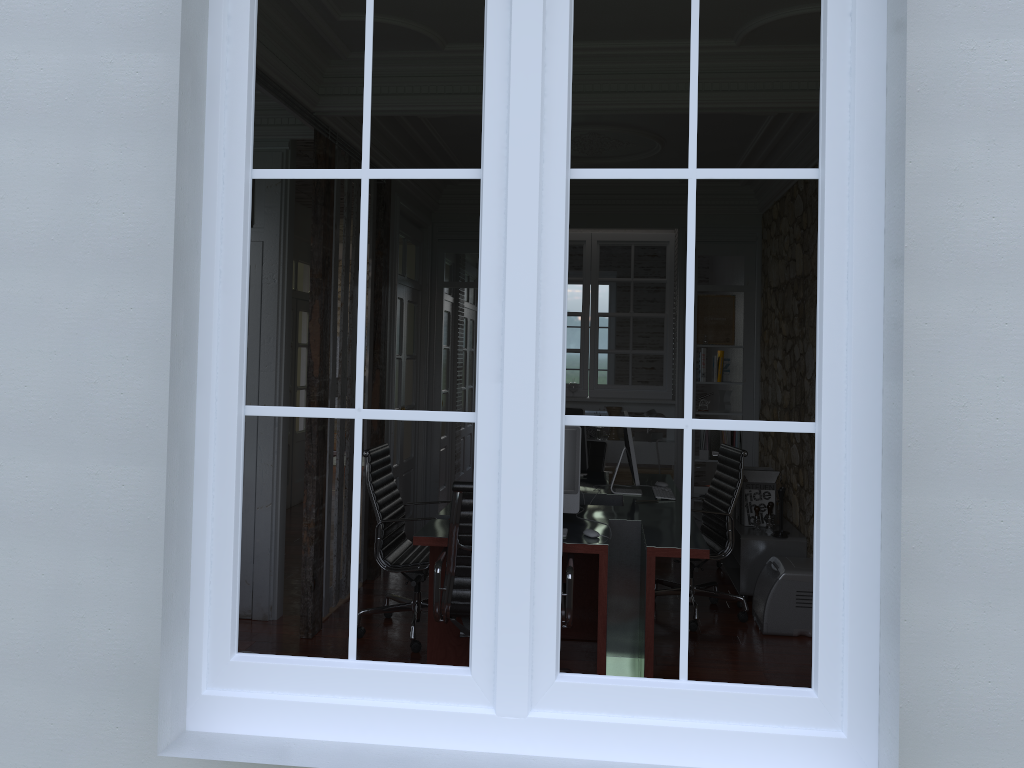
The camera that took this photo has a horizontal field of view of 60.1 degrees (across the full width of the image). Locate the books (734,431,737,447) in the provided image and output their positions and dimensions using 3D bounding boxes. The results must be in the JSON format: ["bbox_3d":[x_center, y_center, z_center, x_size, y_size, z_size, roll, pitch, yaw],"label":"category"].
[{"bbox_3d":[1.903,0.491,7.529,0.030,0.291,0.180,1,-1,10],"label":"books"}]

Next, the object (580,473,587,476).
[{"bbox_3d":[0.303,0.619,6.146,0.439,0.017,0.118,1,2,6],"label":"object"}]

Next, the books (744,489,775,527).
[{"bbox_3d":[1.641,0.822,5.872,0.197,0.240,0.058,1,-1,6],"label":"books"}]

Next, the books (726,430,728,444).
[{"bbox_3d":[1.829,0.498,7.511,0.045,0.287,0.194,1,-1,12],"label":"books"}]

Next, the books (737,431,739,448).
[{"bbox_3d":[1.914,0.493,7.519,0.013,0.289,0.194,1,-1,10],"label":"books"}]

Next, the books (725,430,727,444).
[{"bbox_3d":[1.819,0.494,7.512,0.043,0.281,0.194,1,-1,12],"label":"books"}]

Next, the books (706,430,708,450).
[{"bbox_3d":[1.669,0.487,7.553,0.022,0.289,0.194,1,-1,14],"label":"books"}]

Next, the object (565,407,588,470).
[{"bbox_3d":[0.266,0.392,5.935,0.484,0.486,0.189,1,-1,31],"label":"object"}]

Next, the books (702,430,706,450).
[{"bbox_3d":[1.644,0.481,7.566,0.038,0.296,0.180,1,-1,14],"label":"books"}]

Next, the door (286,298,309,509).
[{"bbox_3d":[-2.194,0.182,8.829,0.041,2.088,1.075,1,-1,6],"label":"door"}]

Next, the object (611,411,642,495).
[{"bbox_3d":[0.702,0.417,5.408,0.189,0.485,0.483,1,0,6],"label":"object"}]

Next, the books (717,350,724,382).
[{"bbox_3d":[1.774,-0.152,7.573,0.055,0.268,0.192,1,0,6],"label":"books"}]

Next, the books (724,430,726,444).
[{"bbox_3d":[1.810,0.491,7.517,0.045,0.287,0.194,1,-1,12],"label":"books"}]

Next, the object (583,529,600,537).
[{"bbox_3d":[0.360,0.678,4.037,0.059,0.028,0.106,1,2,-25],"label":"object"}]

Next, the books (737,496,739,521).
[{"bbox_3d":[1.633,0.805,6.042,0.182,0.262,0.056,1,-1,6],"label":"books"}]

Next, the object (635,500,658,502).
[{"bbox_3d":[0.772,0.667,5.051,0.149,0.011,0.011,1,0,-18],"label":"object"}]

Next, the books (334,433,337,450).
[{"bbox_3d":[-2.671,0.868,13.551,0.066,0.263,0.198,1,0,6],"label":"books"}]

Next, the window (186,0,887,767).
[{"bbox_3d":[0.026,-0.195,2.000,1.527,1.987,0.127,1,-1,6],"label":"window"}]

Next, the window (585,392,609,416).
[{"bbox_3d":[0.575,-0.491,11.452,1.539,1.941,0.127,1,-1,6],"label":"window"}]

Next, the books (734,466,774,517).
[{"bbox_3d":[1.689,0.757,6.193,0.259,0.351,0.065,1,-1,6],"label":"books"}]

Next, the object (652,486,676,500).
[{"bbox_3d":[0.915,0.657,5.351,0.118,0.017,0.439,1,2,6],"label":"object"}]

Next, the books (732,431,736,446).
[{"bbox_3d":[1.882,0.499,7.523,0.024,0.278,0.194,1,0,10],"label":"books"}]

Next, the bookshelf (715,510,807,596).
[{"bbox_3d":[1.675,1.165,6.111,0.436,0.460,1.194,1,1,6],"label":"bookshelf"}]

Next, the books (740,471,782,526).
[{"bbox_3d":[1.668,0.763,5.939,0.272,0.355,0.063,1,-1,6],"label":"books"}]

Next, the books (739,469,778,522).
[{"bbox_3d":[1.668,0.761,5.993,0.258,0.355,0.049,1,-1,6],"label":"books"}]

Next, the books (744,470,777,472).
[{"bbox_3d":[1.669,0.763,5.969,0.259,0.353,0.070,1,-1,6],"label":"books"}]

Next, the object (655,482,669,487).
[{"bbox_3d":[0.958,0.642,5.677,0.059,0.028,0.106,1,2,-33],"label":"object"}]

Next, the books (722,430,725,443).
[{"bbox_3d":[1.800,0.485,7.525,0.045,0.282,0.180,1,-1,12],"label":"books"}]

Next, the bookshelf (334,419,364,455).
[{"bbox_3d":[-2.349,0.809,13.461,1.400,0.551,0.400,1,0,6],"label":"bookshelf"}]

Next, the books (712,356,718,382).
[{"bbox_3d":[1.734,-0.130,7.578,0.026,0.223,0.161,1,0,6],"label":"books"}]

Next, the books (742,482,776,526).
[{"bbox_3d":[1.647,0.799,5.907,0.221,0.283,0.061,1,-1,6],"label":"books"}]

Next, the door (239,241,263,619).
[{"bbox_3d":[-1.980,0.246,5.190,1.057,2.182,0.040,1,-1,6],"label":"door"}]

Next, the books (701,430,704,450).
[{"bbox_3d":[1.628,0.483,7.563,0.037,0.288,0.194,1,-1,14],"label":"books"}]

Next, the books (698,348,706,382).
[{"bbox_3d":[1.635,-0.164,7.615,0.042,0.287,0.215,1,0,6],"label":"books"}]
